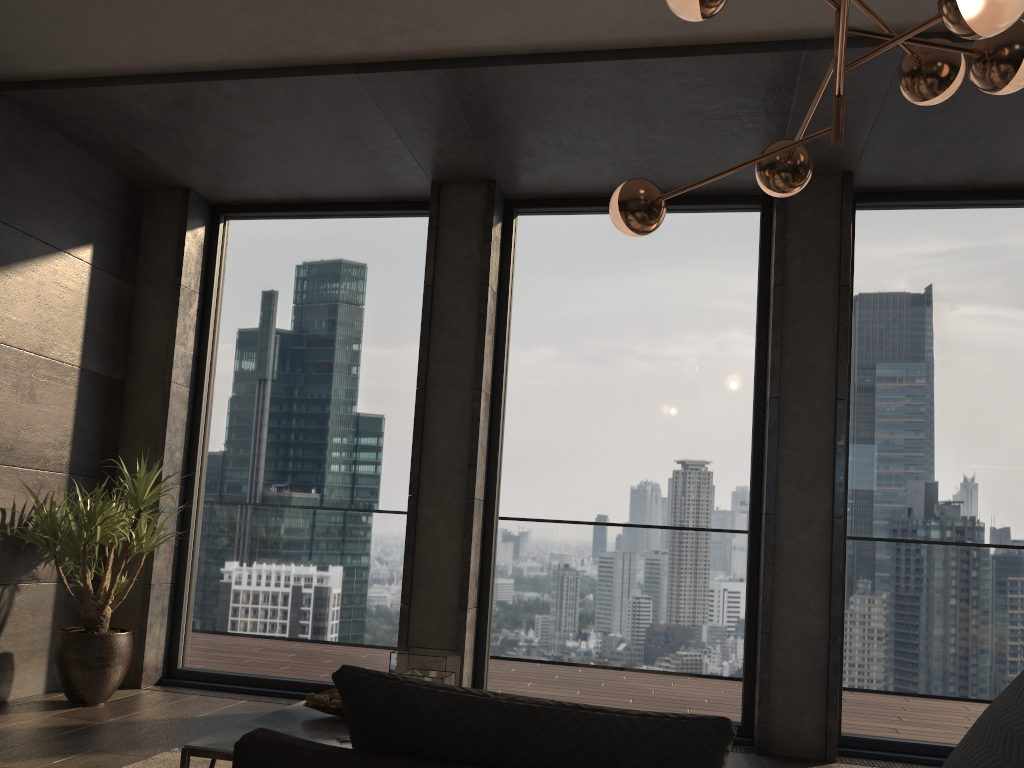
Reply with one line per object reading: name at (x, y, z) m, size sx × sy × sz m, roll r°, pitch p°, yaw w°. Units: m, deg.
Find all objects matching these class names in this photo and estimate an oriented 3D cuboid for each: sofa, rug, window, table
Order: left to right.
table at (-0.428, 1.308, 2.927) m, size 0.929 × 0.306 × 0.942 m, roll 1°, pitch -10°, yaw 12°
rug at (-0.069, 1.429, 2.591) m, size 3.140 × 0.020 × 1.751 m, roll 1°, pitch -11°, yaw 12°
sofa at (0.200, 0.900, 1.736) m, size 2.908 × 0.776 × 2.049 m, roll 2°, pitch -10°, yaw 11°
window at (1.554, 0.427, 4.774) m, size 7.258 × 2.975 × 0.201 m, roll 2°, pitch -6°, yaw 12°

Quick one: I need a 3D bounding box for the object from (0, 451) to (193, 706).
object at (-2.251, 0.990, 4.649) m, size 1.026 × 1.348 × 0.959 m, roll -3°, pitch -10°, yaw 43°

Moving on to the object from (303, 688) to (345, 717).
object at (-0.563, 1.139, 3.128) m, size 0.347 × 0.083 × 0.351 m, roll 5°, pitch -10°, yaw -10°

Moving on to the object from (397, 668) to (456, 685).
object at (-0.277, 1.028, 2.800) m, size 0.149 × 0.218 × 0.150 m, roll 2°, pitch -7°, yaw 12°

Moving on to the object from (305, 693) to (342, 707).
object at (-0.572, 1.141, 3.127) m, size 0.323 × 0.071 × 0.281 m, roll 3°, pitch -10°, yaw 1°

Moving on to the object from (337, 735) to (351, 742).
object at (-0.461, 1.120, 2.796) m, size 0.182 × 0.012 × 0.046 m, roll 9°, pitch -11°, yaw -27°

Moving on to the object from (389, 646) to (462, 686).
object at (-0.299, 1.046, 3.018) m, size 0.196 × 0.258 × 0.201 m, roll 2°, pitch -7°, yaw 12°

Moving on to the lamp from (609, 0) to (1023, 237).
lamp at (0.948, -1.077, 2.464) m, size 1.016 × 1.028 × 1.478 m, roll 5°, pitch -9°, yaw -12°
